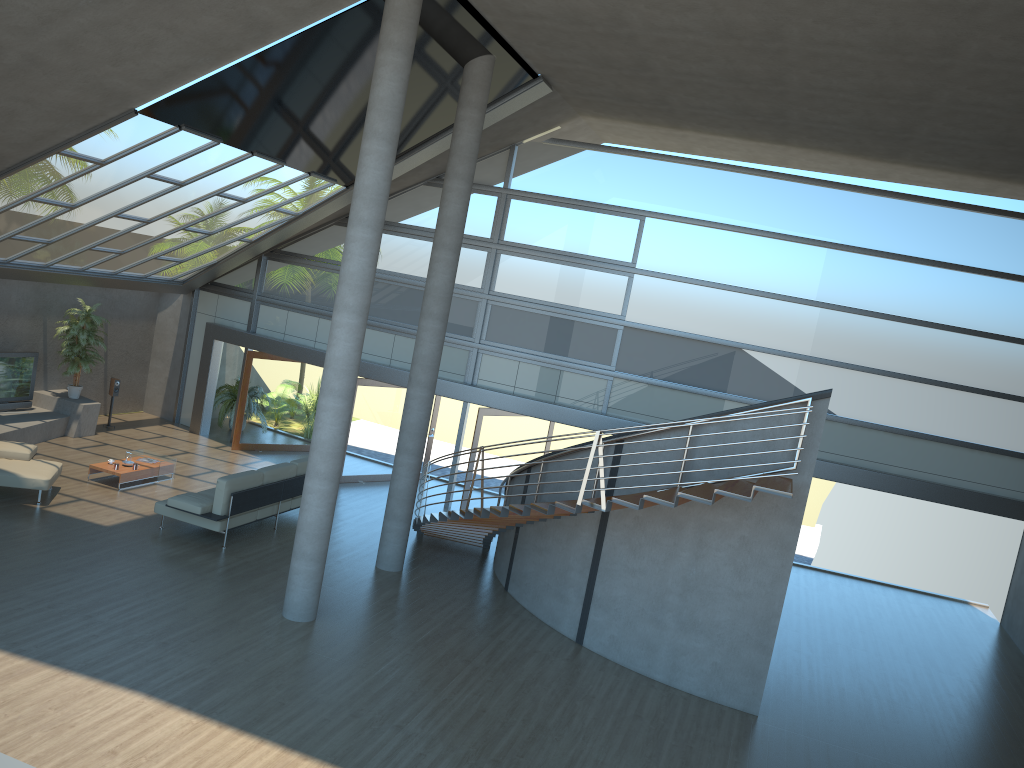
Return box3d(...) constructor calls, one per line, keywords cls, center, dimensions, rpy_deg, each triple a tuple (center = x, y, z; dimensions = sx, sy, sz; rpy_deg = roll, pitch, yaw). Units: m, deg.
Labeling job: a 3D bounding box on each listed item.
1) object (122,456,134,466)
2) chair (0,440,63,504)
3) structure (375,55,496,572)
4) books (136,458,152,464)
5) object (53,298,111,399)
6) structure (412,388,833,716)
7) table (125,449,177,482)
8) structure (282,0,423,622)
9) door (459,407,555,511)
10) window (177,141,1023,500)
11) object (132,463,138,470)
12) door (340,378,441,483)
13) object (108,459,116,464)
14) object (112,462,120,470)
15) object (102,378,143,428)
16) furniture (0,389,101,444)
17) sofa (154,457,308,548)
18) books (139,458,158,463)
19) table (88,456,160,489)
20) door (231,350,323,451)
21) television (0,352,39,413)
box3d(cls="object", center=(-5.982, 1.198, 13.829), dimensions=(0.178, 0.161, 0.178), rpy_deg=(7, 7, -32))
box3d(cls="chair", center=(-6.953, 0.991, 12.313), dimensions=(1.244, 1.023, 1.217), rpy_deg=(9, 6, -18))
box3d(cls="structure", center=(-1.028, -0.965, 11.860), dimensions=(0.381, 7.125, 0.382), rpy_deg=(8, 7, -29))
box3d(cls="books", center=(-5.910, 1.241, 14.315), dimensions=(0.275, 0.005, 0.189), rpy_deg=(11, 6, -3))
box3d(cls="object", center=(-7.920, -0.651, 16.261), dimensions=(0.932, 1.857, 0.895), rpy_deg=(8, 6, -24))
box3d(cls="structure", center=(0.587, 1.209, 11.051), dimensions=(2.349, 3.653, 6.809), rpy_deg=(7, 7, -35))
box3d(cls="table", center=(-5.866, 1.318, 14.382), dimensions=(0.680, 0.342, 0.400), rpy_deg=(13, 6, 17))
box3d(cls="structure", center=(-1.736, -0.874, 9.646), dimensions=(0.381, 7.125, 0.382), rpy_deg=(13, 6, 17))
box3d(cls="door", center=(-0.036, 1.414, 16.207), dimensions=(0.200, 1.977, 2.298), rpy_deg=(15, 7, 38))
box3d(cls="window", center=(1.184, -0.686, 15.774), dimensions=(16.616, 6.630, 1.098), rpy_deg=(12, 6, 15))
box3d(cls="object", center=(-5.818, 1.272, 13.711), dimensions=(0.085, 0.101, 0.070), rpy_deg=(5, 8, -45))
box3d(cls="door", center=(-2.312, 0.903, 16.972), dimensions=(0.200, 1.977, 2.298), rpy_deg=(16, 7, 40))
box3d(cls="object", center=(-6.217, 1.198, 13.761), dimensions=(0.102, 0.086, 0.100), rpy_deg=(13, 6, 21))
box3d(cls="object", center=(-6.034, 1.251, 13.518), dimensions=(0.085, 0.101, 0.070), rpy_deg=(12, 6, 15))
box3d(cls="object", center=(-10.029, 0.132, 15.351), dimensions=(7.863, 0.982, 21.345), rpy_deg=(13, 6, 20))
box3d(cls="furniture", center=(-8.349, 0.617, 15.433), dimensions=(1.577, 0.610, 2.936), rpy_deg=(13, 6, 17))
box3d(cls="sofa", center=(-3.870, 1.554, 13.044), dimensions=(1.166, 0.947, 3.079), rpy_deg=(12, 6, 16))
box3d(cls="books", center=(-5.877, 1.239, 14.358), dimensions=(0.275, 0.005, 0.189), rpy_deg=(11, 6, 0))
box3d(cls="table", center=(-5.998, 1.387, 14.007), dimensions=(0.600, 0.250, 1.200), rpy_deg=(13, 6, 17))
box3d(cls="door", center=(-4.449, 0.395, 17.949), dimensions=(2.298, 1.977, 0.200), rpy_deg=(5, 8, -44))
box3d(cls="television", center=(-8.767, -0.018, 15.056), dimensions=(0.396, 1.063, 1.568), rpy_deg=(13, 6, 17))
